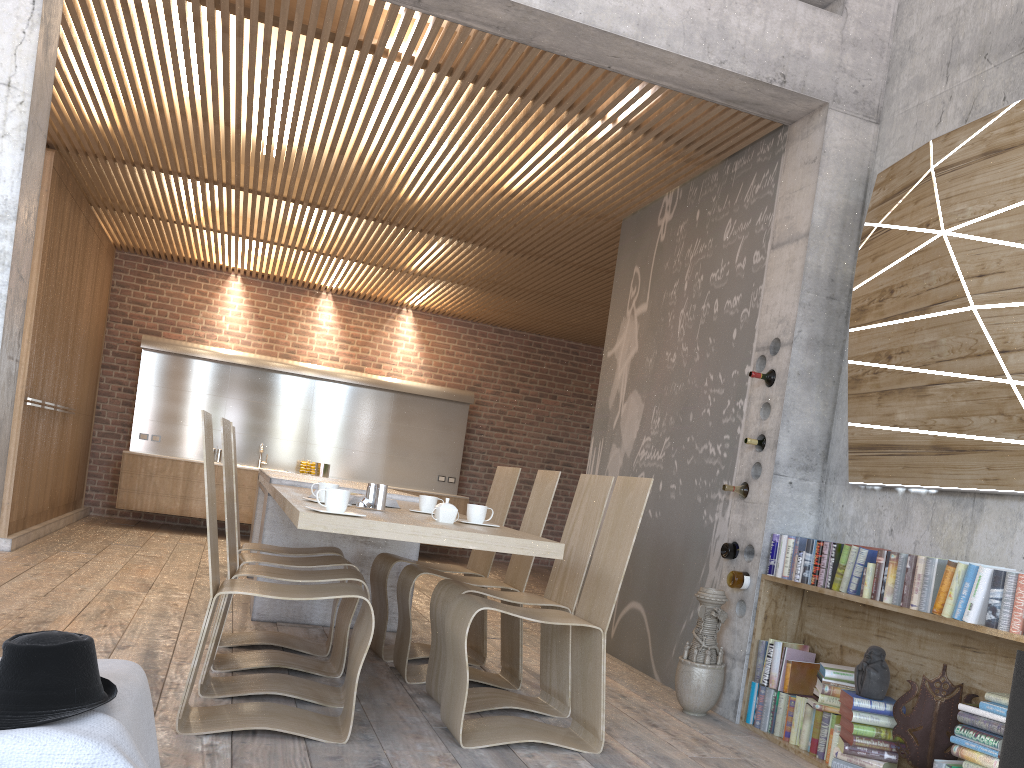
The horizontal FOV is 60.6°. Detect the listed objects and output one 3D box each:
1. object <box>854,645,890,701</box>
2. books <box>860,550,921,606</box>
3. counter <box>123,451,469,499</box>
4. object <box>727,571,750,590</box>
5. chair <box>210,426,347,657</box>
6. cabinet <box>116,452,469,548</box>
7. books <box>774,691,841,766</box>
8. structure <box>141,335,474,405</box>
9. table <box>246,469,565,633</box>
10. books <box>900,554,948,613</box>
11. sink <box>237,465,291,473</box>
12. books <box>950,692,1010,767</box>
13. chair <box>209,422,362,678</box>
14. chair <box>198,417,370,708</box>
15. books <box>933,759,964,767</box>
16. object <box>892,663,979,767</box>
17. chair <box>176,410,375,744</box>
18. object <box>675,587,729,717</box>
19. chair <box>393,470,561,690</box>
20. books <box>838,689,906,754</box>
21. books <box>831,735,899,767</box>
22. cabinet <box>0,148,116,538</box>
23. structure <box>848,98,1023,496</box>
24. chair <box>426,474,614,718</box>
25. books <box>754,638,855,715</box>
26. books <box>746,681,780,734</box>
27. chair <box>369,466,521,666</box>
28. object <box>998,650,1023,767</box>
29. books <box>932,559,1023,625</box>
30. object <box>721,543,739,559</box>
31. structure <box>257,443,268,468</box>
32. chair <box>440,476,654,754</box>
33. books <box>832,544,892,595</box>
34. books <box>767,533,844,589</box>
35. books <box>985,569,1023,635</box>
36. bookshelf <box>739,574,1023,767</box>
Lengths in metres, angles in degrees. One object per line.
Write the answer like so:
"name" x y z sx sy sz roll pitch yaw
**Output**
"object" 1.569 1.250 3.812 0.136 0.229 0.144 8 -1 -20
"books" 1.693 0.846 3.816 0.211 0.220 0.278 9 -3 -19
"counter" -2.564 1.129 10.826 4.104 0.020 0.652 10 -7 -18
"object" 1.322 1.068 4.722 0.340 0.095 0.095 10 -3 -18
"chair" -1.275 0.878 4.904 0.725 1.195 0.346 8 1 -13
"cabinet" -2.576 0.777 11.016 4.141 2.075 1.069 10 0 -18
"books" 1.491 1.641 4.197 0.243 0.237 0.494 9 -5 -17
"structure" -2.449 -0.154 10.996 4.104 0.157 0.207 10 -4 -18
"table" -1.110 1.133 5.689 1.018 0.918 5.185 9 -6 -17
"books" 1.734 0.825 3.603 0.190 0.221 0.155 9 -1 -17
"sink" -3.071 1.112 10.632 0.734 0.191 0.522 10 -6 -18
"books" 1.818 1.317 3.287 0.219 0.323 0.250 8 -1 -15
"chair" -1.128 0.841 4.420 0.727 1.195 0.346 8 1 -21
"chair" -0.991 0.803 3.934 0.725 1.195 0.346 8 1 -13
"books" 1.729 1.588 3.422 0.206 0.221 0.074 9 1 -18
"object" 1.736 1.424 3.597 0.340 0.569 0.198 8 1 32
"chair" -0.898 0.757 3.433 0.725 1.195 0.346 8 1 -14
"object" 1.028 1.436 4.708 0.246 0.682 0.273 9 1 35
"chair" -0.214 1.006 4.719 0.726 1.195 0.346 8 1 -18
"books" 1.564 1.467 3.814 0.245 0.210 0.190 8 -2 4
"books" 1.543 1.643 3.831 0.259 0.150 0.251 6 -5 28
"cabinet" -5.068 -0.312 8.527 1.527 3.122 3.748 8 -3 -17
"structure" 2.209 -0.392 2.716 0.361 1.527 3.410 8 -5 -17
"chair" 0.015 0.984 4.263 0.727 1.195 0.346 8 1 -22
"books" 1.484 1.437 4.289 0.302 0.261 0.717 9 -6 -12
"books" 1.346 1.672 4.554 0.206 0.220 0.273 9 -3 -17
"chair" -0.424 1.031 5.182 0.727 1.195 0.345 8 1 -24
"object" 1.893 1.342 3.112 0.274 0.760 0.151 8 2 -18
"books" 1.800 0.810 3.395 0.190 0.228 0.248 9 -3 -17
"object" 1.332 0.948 4.895 0.337 0.090 0.090 10 -3 -18
"structure" -3.084 0.973 10.837 0.116 0.476 0.246 8 0 -17
"chair" 0.122 0.940 3.767 0.726 1.195 0.346 8 1 -18
"books" 1.627 0.864 4.054 0.190 0.228 0.199 9 -2 -17
"books" 1.507 0.888 4.388 0.216 0.219 0.489 9 -5 -17
"books" 1.858 0.803 3.206 0.155 0.221 0.155 8 -1 -17
"bookshelf" 2.199 1.233 2.126 0.305 0.798 5.319 8 -6 -17
